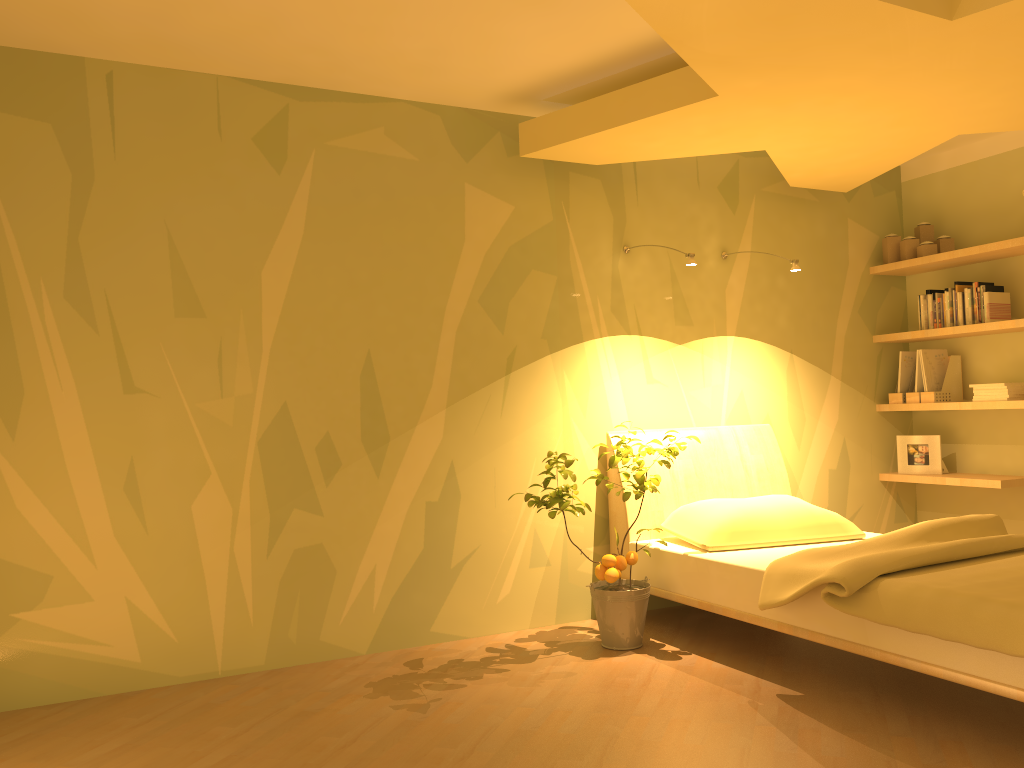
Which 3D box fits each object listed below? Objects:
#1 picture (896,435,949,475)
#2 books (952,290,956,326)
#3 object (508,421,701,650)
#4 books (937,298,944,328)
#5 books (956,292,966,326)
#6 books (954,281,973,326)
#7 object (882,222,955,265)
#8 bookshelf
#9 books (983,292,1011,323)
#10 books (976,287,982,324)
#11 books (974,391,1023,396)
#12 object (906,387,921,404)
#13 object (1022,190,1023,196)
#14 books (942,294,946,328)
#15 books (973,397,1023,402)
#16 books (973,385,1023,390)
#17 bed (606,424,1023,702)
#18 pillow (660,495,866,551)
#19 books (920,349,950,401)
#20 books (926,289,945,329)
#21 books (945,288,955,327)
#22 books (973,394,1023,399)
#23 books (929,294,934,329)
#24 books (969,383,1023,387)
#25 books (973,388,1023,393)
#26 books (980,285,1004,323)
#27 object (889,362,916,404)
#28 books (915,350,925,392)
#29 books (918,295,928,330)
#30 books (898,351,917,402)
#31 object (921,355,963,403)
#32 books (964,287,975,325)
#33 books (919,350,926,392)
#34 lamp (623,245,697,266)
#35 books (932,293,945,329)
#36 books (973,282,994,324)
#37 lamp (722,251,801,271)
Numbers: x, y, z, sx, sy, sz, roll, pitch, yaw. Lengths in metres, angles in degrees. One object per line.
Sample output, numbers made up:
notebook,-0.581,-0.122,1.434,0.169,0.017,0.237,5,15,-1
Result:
picture,2.324,0.399,5.036,0.247,0.219,0.131,-4,-2,41
books,2.441,-0.405,4.800,0.155,0.203,0.017,-1,-2,-26
object,0.391,0.634,3.713,0.828,0.944,0.372,-1,-2,-33
books,2.401,-0.385,4.878,0.157,0.172,0.021,-1,-2,-26
books,2.453,-0.397,4.755,0.173,0.184,0.032,-1,-2,-26
books,2.448,-0.428,4.783,0.157,0.247,0.021,-1,-2,-26
object,2.305,-0.806,5.042,0.234,0.229,0.349,-1,-2,-25
bookshelf,2.820,-0.120,4.054,0.300,1.240,2.605,-1,-2,-26
books,2.521,-0.394,4.612,0.178,0.163,0.032,-1,-2,-26
books,2.504,-0.408,4.670,0.157,0.198,0.022,-1,-2,-26
books,2.565,0.048,4.586,0.270,0.015,0.190,-1,-2,-26
object,2.340,-0.022,5.011,0.236,0.259,0.087,-1,-2,-27
object,2.639,-0.857,4.421,0.160,0.268,0.095,-3,-2,34
books,2.417,-0.397,4.857,0.146,0.193,0.032,-1,-2,-26
books,2.559,0.079,4.591,0.270,0.015,0.190,-1,-2,-27
books,2.564,0.019,4.589,0.270,0.015,0.190,-1,-2,-25
bed,1.432,0.616,3.422,1.286,0.894,2.378,-1,-2,-27
pillow,1.131,0.631,4.050,0.801,0.213,0.482,-1,-2,-16
books,2.373,-0.046,4.944,0.210,0.296,0.043,-1,-2,-26
books,2.373,-0.410,4.955,0.138,0.229,0.032,-1,-2,-26
books,2.424,-0.410,4.822,0.166,0.217,0.038,-1,-2,-26
books,2.558,0.064,4.591,0.270,0.015,0.190,-1,-2,-30
books,2.377,-0.396,4.927,0.157,0.198,0.022,-1,-2,-26
books,2.544,0.005,4.599,0.270,0.015,0.190,-1,-2,-29
books,2.558,0.034,4.585,0.270,0.015,0.190,-1,-2,-27
books,2.516,-0.412,4.646,0.157,0.203,0.032,-1,-2,-26
object,2.283,-0.017,5.123,0.236,0.259,0.087,-1,-2,-32
books,2.348,-0.044,4.990,0.214,0.297,0.048,-1,-2,-27
books,2.349,-0.396,4.983,0.157,0.203,0.040,-1,-2,-26
books,2.293,-0.038,5.103,0.214,0.297,0.048,-1,-2,-32
object,2.383,-0.027,4.925,0.236,0.259,0.087,-1,-2,-26
books,2.476,-0.408,4.726,0.157,0.203,0.040,-1,-2,-26
books,2.366,-0.045,4.949,0.210,0.296,0.036,-1,-2,-26
lamp,0.691,-0.611,4.178,0.050,0.178,0.533,-1,-2,-26
books,2.389,-0.400,4.902,0.157,0.203,0.032,-1,-2,-26
books,2.500,-0.423,4.699,0.138,0.229,0.032,-1,-2,-26
lamp,1.244,-0.621,4.453,0.050,0.178,0.533,-1,-2,-26
